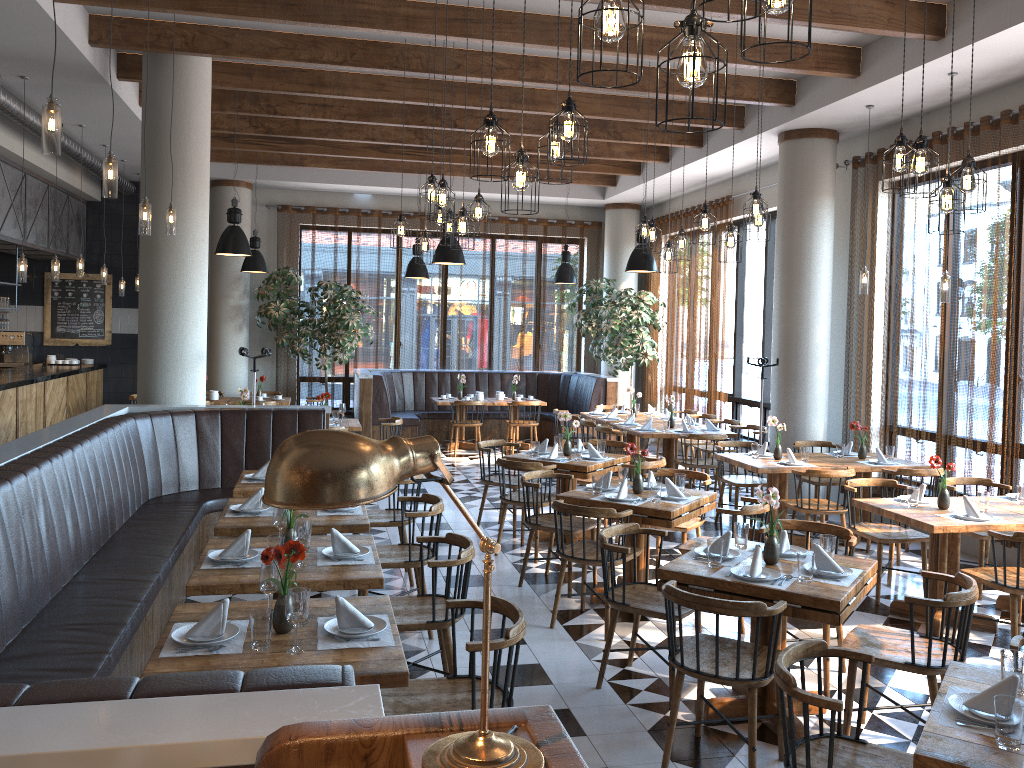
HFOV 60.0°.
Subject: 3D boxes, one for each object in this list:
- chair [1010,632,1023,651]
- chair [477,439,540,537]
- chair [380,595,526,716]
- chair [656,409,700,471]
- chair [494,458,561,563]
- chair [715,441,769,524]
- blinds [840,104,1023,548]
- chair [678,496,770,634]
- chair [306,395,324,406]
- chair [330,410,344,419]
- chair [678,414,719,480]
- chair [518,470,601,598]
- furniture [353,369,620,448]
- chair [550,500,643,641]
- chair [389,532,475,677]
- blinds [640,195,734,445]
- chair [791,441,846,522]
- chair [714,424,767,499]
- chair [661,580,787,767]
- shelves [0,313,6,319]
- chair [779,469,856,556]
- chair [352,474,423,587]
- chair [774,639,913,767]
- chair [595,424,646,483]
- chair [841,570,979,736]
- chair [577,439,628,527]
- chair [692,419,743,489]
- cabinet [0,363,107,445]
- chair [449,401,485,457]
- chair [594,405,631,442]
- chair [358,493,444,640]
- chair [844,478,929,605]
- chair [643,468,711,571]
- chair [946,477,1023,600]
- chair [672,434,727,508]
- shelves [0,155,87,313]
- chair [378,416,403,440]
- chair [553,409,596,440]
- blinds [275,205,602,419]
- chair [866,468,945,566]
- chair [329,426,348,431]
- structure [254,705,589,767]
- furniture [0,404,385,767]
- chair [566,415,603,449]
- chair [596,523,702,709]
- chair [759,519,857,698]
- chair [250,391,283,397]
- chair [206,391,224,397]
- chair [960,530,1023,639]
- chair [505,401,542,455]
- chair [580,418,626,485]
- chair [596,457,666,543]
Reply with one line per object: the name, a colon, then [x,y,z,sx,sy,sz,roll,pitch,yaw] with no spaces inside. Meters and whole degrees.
chair: [2.034,1.353,3.120,0.520,0.816,0.550,3,2,32]
chair: [-0.052,0.965,8.341,0.550,0.816,0.520,3,2,32]
chair: [-0.235,1.279,3.383,0.549,0.816,0.520,1,2,-13]
chair: [2.293,0.776,12.217,0.549,0.816,0.520,1,2,-13]
chair: [0.144,1.027,7.451,0.520,0.816,0.550,3,2,32]
chair: [2.281,1.001,8.712,0.519,0.816,0.550,1,2,-13]
blinds: [4.381,-0.376,5.964,0.160,3.576,7.278,1,3,-13]
chair: [1.422,1.160,5.891,0.550,0.816,0.520,3,2,32]
chair: [-3.042,0.590,12.997,0.549,0.816,0.520,1,2,-13]
chair: [-2.315,0.750,10.791,0.519,0.816,0.550,1,2,-13]
chair: [2.421,0.817,11.636,0.549,0.816,0.520,1,2,-13]
chair: [0.336,1.088,6.584,0.550,0.816,0.520,3,2,32]
furniture: [-0.503,0.399,14.391,4.037,1.149,1.921,1,3,-12]
chair: [0.532,1.150,5.694,0.520,0.816,0.550,3,2,32]
chair: [-0.472,1.204,4.458,0.549,0.816,0.520,1,2,-13]
blinds: [2.650,-0.925,13.827,0.155,3.578,3.203,1,2,-12]
chair: [3.105,1.010,8.894,0.519,0.816,0.550,1,2,-13]
chair: [2.693,0.903,10.405,0.549,0.816,0.520,1,2,-13]
chair: [0.933,1.277,3.879,0.520,0.816,0.550,3,2,32]
shelves: [-8.314,-1.010,13.468,1.041,0.297,0.301,1,3,-12]
chair: [2.562,1.090,7.437,0.519,0.816,0.550,1,2,-13]
chair: [-0.947,1.053,6.610,0.549,0.816,0.520,1,2,-13]
chair: [1.144,1.343,2.923,0.550,0.816,0.520,3,2,32]
chair: [1.219,0.887,10.072,0.549,0.816,0.520,1,2,-13]
chair: [1.823,1.287,4.076,0.550,0.816,0.520,3,2,32]
chair: [0.838,0.975,8.538,0.520,0.816,0.550,3,2,32]
chair: [2.561,0.861,11.002,0.549,0.816,0.520,1,2,-13]
cabinet: [-7.277,0.447,10.826,3.027,1.163,6.004,1,4,-12]
chair: [-0.675,0.641,13.149,0.519,0.816,0.550,1,2,-13]
chair: [1.438,0.734,12.545,0.519,0.816,0.550,1,2,-13]
chair: [-0.710,1.128,5.534,0.549,0.816,0.520,1,2,-13]
chair: [2.756,1.151,6.563,0.519,0.816,0.550,1,2,-13]
chair: [1.226,1.098,6.781,0.520,0.816,0.550,3,2,32]
chair: [3.580,1.160,6.745,0.519,0.816,0.550,1,2,-13]
chair: [2.060,0.930,9.726,0.519,0.816,0.550,1,2,-13]
shelves: [-6.413,-1.789,11.022,0.682,1.793,5.875,1,3,-13]
chair: [-1.551,0.803,10.266,0.549,0.816,0.520,1,2,-13]
chair: [0.819,0.760,11.885,0.549,0.816,0.520,1,2,-13]
blinds: [-1.171,-1.103,15.075,5.542,3.578,0.155,1,1,-12]
chair: [3.386,1.099,7.620,0.519,0.816,0.550,1,2,-13]
chair: [-2.029,0.841,9.493,0.519,0.816,0.550,1,2,-13]
structure: [-0.138,1.199,0.902,0.645,1.299,1.047,1,2,-13]
furniture: [-1.896,0.986,4.686,1.917,1.149,6.599,1,4,-13]
chair: [0.943,0.799,11.322,0.549,0.816,0.520,1,2,-13]
chair: [0.737,1.215,4.769,0.550,0.816,0.520,3,2,32]
chair: [1.626,1.225,4.966,0.520,0.816,0.550,3,2,32]
chair: [-3.772,0.539,13.505,0.519,0.816,0.550,1,2,-13]
chair: [-4.610,0.529,13.320,0.519,0.816,0.550,1,2,-13]
chair: [3.037,1.240,5.288,0.519,0.816,0.550,1,2,-13]
chair: [0.164,0.650,13.334,0.519,0.816,0.550,1,2,-13]
chair: [1.083,0.844,10.687,0.549,0.816,0.520,1,2,-13]
chair: [1.034,1.037,7.648,0.550,0.816,0.520,3,2,32]
